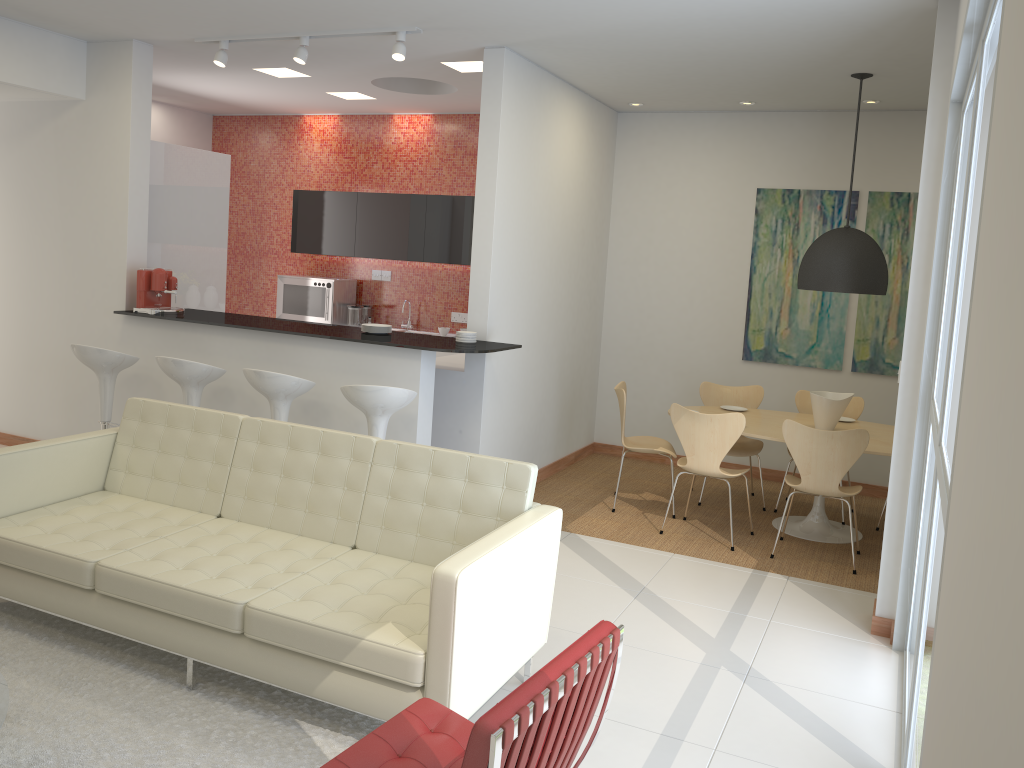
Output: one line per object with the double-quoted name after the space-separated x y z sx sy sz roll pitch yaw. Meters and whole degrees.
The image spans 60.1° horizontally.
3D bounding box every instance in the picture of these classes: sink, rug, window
-1.106 -0.584 8.958 0.810 0.535 0.418 7 7 24 "sink"
-1.765 1.270 2.933 3.336 0.004 2.452 8 9 25 "rug"
1.333 0.146 2.720 0.121 2.699 3.445 6 7 24 "window"

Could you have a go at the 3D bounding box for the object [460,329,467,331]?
-0.454 -0.505 8.718 0.121 0.084 0.122 2 7 -11 "object"

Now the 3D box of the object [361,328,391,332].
-0.940 -0.374 6.147 0.210 0.015 0.211 0 9 -22 "object"

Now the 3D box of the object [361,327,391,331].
-0.940 -0.381 6.147 0.210 0.015 0.211 0 9 -22 "object"

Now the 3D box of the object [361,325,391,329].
-0.939 -0.395 6.145 0.210 0.015 0.211 0 9 -22 "object"

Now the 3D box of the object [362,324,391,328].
-0.938 -0.402 6.145 0.210 0.015 0.211 0 9 -22 "object"

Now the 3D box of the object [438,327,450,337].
-0.664 -0.506 8.634 0.121 0.084 0.121 11 10 44 "object"

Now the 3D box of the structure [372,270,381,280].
-1.427 -1.148 9.334 0.114 0.104 0.013 7 6 24 "structure"

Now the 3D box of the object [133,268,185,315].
-2.555 -0.687 6.544 0.321 0.335 0.322 7 7 24 "object"

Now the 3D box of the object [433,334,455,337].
-0.667 -0.467 8.637 0.218 0.014 0.220 0 9 -26 "object"

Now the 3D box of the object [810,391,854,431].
2.242 0.189 6.270 0.261 0.278 0.273 0 7 -30 "object"

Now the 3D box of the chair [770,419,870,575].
1.991 0.675 5.686 0.522 0.902 0.517 6 6 24 "chair"

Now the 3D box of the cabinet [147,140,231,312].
-3.486 -0.784 7.656 1.641 2.511 1.060 6 6 24 "cabinet"

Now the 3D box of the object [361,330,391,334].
-0.941 -0.360 6.148 0.210 0.015 0.211 0 9 -22 "object"

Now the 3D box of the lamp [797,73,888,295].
2.353 -1.383 6.138 0.596 1.486 0.596 6 6 26 "lamp"

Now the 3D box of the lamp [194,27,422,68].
-1.426 -2.256 5.962 1.826 0.198 0.112 7 7 24 "lamp"

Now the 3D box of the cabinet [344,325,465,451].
-1.358 0.078 8.011 3.343 0.979 2.504 7 8 24 "cabinet"

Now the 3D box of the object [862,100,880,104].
2.820 -2.215 6.952 0.129 0.010 0.130 1 9 -21 "object"

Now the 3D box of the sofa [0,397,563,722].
-1.162 0.702 3.925 2.571 0.918 1.004 7 7 24 "sofa"

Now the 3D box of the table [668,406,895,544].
2.206 0.684 6.331 2.267 0.725 1.284 7 8 25 "table"

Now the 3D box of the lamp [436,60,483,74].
-0.305 -2.396 6.643 0.409 0.034 0.410 7 9 24 "lamp"

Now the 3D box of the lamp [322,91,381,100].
-1.499 -2.708 8.270 0.409 0.034 0.410 7 9 24 "lamp"

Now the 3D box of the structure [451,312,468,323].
-0.525 -0.670 8.947 0.198 0.098 0.016 7 6 24 "structure"

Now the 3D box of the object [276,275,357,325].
-2.074 -0.890 9.343 0.724 0.468 0.437 7 7 24 "object"

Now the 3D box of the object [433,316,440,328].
-0.716 -0.569 8.663 0.165 0.177 0.011 9 7 38 "object"

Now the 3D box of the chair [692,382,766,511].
1.729 0.471 6.989 0.521 0.902 0.518 4 6 3 "chair"

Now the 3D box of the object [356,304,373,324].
-1.557 -0.727 9.320 0.173 0.214 0.172 9 8 42 "object"

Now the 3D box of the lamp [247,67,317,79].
-1.911 -2.605 7.364 0.409 0.034 0.410 7 9 24 "lamp"

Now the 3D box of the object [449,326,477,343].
-0.322 -0.337 5.965 0.173 0.097 0.140 6 7 17 "object"

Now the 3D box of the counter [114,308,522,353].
-1.431 -0.390 6.237 2.971 0.019 0.738 7 9 24 "counter"

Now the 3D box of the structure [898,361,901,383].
1.978 -0.062 4.520 0.013 0.104 0.114 6 7 24 "structure"

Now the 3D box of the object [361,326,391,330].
-0.939 -0.388 6.146 0.210 0.015 0.211 0 9 -22 "object"

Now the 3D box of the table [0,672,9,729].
-2.092 1.153 2.193 1.323 0.402 1.543 7 9 23 "table"

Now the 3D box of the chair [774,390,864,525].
2.369 0.540 6.803 0.523 0.902 0.517 7 6 28 "chair"

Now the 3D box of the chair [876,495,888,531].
3.031 0.645 6.374 0.516 0.902 0.524 -1 8 -41 "chair"

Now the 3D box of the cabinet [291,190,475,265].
-0.777 -1.542 8.828 3.250 0.656 0.353 7 7 24 "cabinet"

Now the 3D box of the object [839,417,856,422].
2.505 0.270 6.743 0.211 0.015 0.211 11 11 41 "object"

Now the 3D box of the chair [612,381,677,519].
0.993 0.472 6.642 0.516 0.902 0.524 5 6 8 "chair"

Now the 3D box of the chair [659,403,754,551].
1.351 0.588 6.004 0.523 0.902 0.517 7 7 31 "chair"

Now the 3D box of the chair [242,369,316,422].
-1.489 0.394 5.631 0.458 1.016 0.465 8 7 35 "chair"

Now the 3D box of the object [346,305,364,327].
-1.616 -0.698 9.093 0.173 0.214 0.172 9 8 42 "object"

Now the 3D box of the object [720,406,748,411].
1.733 0.194 6.918 0.210 0.015 0.211 -4 11 -43 "object"

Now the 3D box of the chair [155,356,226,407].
-2.153 0.308 5.929 0.458 1.016 0.465 8 7 35 "chair"

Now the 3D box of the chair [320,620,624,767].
-0.150 1.056 2.331 0.708 0.812 0.702 7 7 29 "chair"

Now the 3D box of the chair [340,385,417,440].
-0.822 0.481 5.335 0.457 1.016 0.467 5 6 10 "chair"

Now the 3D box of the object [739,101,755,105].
1.951 -2.328 7.342 0.129 0.010 0.130 1 9 -21 "object"

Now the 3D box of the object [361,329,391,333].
-0.941 -0.367 6.148 0.210 0.015 0.211 0 9 -22 "object"

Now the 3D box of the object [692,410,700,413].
1.292 0.210 6.602 0.210 0.015 0.211 -4 11 -43 "object"

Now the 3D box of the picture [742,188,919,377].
2.866 -0.852 7.389 1.743 1.499 0.020 7 6 24 "picture"

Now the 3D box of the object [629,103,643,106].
1.081 -2.441 7.732 0.129 0.010 0.130 1 9 -21 "object"

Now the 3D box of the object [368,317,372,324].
-1.479 -0.654 9.204 0.037 0.092 0.037 6 6 24 "object"

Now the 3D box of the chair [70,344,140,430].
-2.874 0.214 6.252 0.458 1.016 0.465 8 7 35 "chair"

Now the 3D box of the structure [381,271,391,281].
-1.319 -1.134 9.289 0.114 0.104 0.008 7 6 24 "structure"
